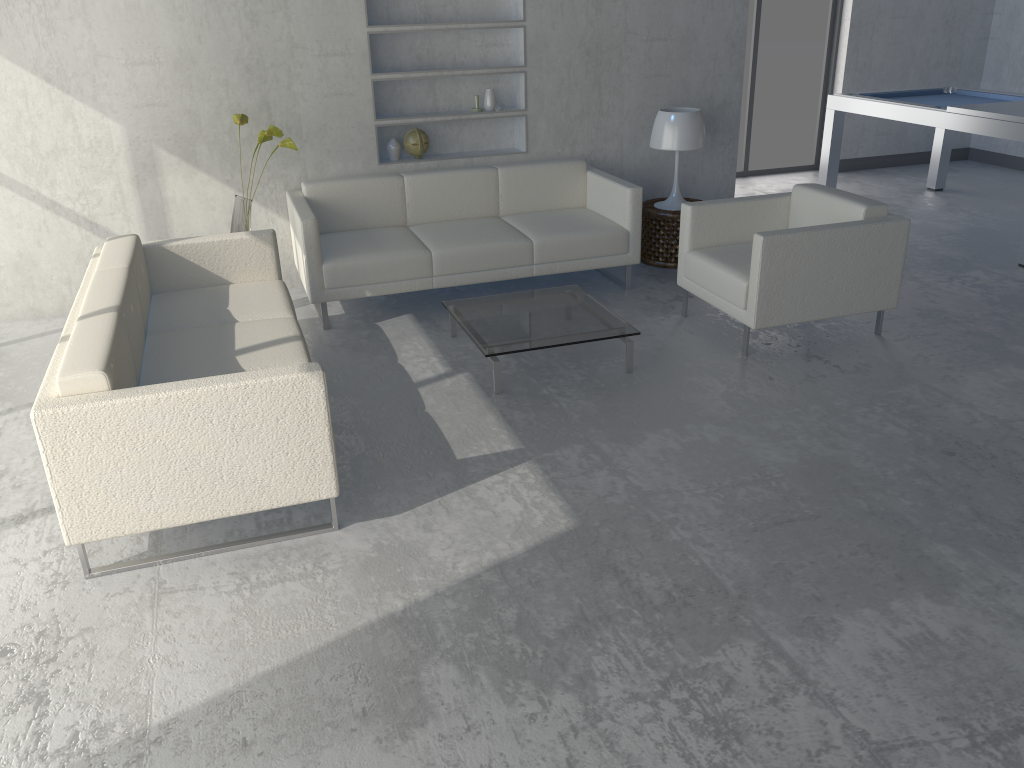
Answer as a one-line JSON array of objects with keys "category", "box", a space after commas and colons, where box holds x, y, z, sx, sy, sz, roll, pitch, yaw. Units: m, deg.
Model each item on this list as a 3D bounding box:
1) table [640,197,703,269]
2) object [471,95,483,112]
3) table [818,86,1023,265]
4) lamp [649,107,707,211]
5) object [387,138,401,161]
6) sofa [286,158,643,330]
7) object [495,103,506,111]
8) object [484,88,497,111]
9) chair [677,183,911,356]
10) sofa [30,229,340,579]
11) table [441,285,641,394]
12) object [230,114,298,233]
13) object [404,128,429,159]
[{"category": "table", "box": [1.034, -0.967, 5.654, 0.452, 0.358, 0.452, -22, 31, -38]}, {"category": "object", "box": [-0.214, -1.711, 5.408, 0.074, 0.094, 0.074, 15, 29, 33]}, {"category": "table", "box": [3.321, -1.563, 6.209, 1.180, 0.835, 2.095, -9, 25, -16]}, {"category": "lamp", "box": [1.020, -1.388, 5.468, 0.347, 0.582, 0.347, 18, 30, 37]}, {"category": "object", "box": [-0.713, -1.418, 5.355, 0.086, 0.128, 0.086, -4, 24, -6]}, {"category": "sofa", "box": [-0.277, -0.861, 5.118, 1.881, 0.658, 0.821, -9, 25, -16]}, {"category": "object", "box": [-0.070, -1.687, 5.398, 0.064, 0.050, 0.064, -7, 24, -11]}, {"category": "object", "box": [-0.132, -1.738, 5.419, 0.079, 0.130, 0.079, -10, 25, -18]}, {"category": "chair", "box": [1.357, -0.604, 4.431, 0.821, 0.662, 0.748, -9, 25, -16]}, {"category": "sofa", "box": [-1.216, -0.098, 3.454, 0.821, 0.658, 1.881, -9, 25, -16]}, {"category": "table", "box": [0.115, -0.236, 4.260, 0.730, 0.190, 0.773, -9, 25, -16]}, {"category": "object", "box": [-1.317, -0.896, 4.783, 0.400, 1.051, 0.387, 3, 24, 9]}, {"category": "object", "box": [-0.563, -1.454, 5.363, 0.163, 0.179, 0.088, -14, 27, -25]}]
